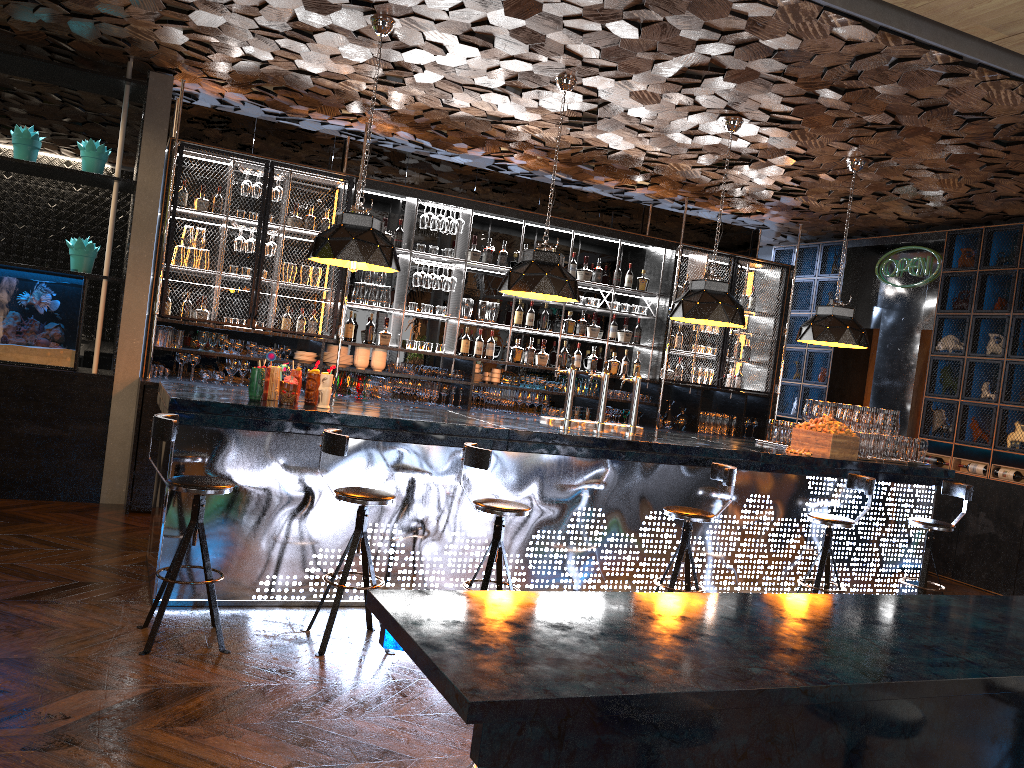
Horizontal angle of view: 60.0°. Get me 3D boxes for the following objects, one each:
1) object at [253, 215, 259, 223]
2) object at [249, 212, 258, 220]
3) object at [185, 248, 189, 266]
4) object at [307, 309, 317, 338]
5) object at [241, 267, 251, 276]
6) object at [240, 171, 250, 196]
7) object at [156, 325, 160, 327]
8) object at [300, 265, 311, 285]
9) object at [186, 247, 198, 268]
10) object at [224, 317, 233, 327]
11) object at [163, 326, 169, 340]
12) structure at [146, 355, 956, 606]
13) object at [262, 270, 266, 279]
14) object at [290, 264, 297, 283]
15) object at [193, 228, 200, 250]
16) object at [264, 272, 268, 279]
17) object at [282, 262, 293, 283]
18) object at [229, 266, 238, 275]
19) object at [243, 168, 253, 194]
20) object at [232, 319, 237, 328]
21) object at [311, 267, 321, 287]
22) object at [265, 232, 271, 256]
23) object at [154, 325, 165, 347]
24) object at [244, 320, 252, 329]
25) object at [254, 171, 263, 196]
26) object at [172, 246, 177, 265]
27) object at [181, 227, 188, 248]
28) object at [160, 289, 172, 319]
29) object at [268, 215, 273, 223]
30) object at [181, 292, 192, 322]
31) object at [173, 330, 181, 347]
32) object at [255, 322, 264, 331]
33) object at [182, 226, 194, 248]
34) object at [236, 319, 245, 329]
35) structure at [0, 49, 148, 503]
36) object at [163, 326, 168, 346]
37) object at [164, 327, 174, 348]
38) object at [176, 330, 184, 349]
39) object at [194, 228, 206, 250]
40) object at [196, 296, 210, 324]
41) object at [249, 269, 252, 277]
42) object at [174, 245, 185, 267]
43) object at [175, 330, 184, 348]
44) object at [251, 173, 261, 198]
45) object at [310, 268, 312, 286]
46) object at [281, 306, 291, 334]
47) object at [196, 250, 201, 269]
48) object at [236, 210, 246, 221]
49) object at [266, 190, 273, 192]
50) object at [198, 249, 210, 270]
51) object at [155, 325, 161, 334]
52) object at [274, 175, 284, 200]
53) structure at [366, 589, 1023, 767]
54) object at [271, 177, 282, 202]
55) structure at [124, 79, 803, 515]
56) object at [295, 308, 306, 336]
[{"bbox_3d":[-2.324,-1.497,8.059,0.077,0.080,0.077,8,2,31],"label":"object"},{"bbox_3d":[-2.319,-1.494,7.944,0.077,0.080,0.077,8,1,11],"label":"object"},{"bbox_3d":[-2.847,-1.109,7.859,0.092,0.182,0.092,6,2,-29],"label":"object"},{"bbox_3d":[-1.856,-0.565,8.258,0.075,0.260,0.075,8,2,24],"label":"object"},{"bbox_3d":[-2.385,-1.001,7.940,0.077,0.080,0.077,9,2,44],"label":"object"},{"bbox_3d":[-2.396,-1.803,7.978,0.081,0.213,0.081,7,2,-19],"label":"object"},{"bbox_3d":[-3.019,-0.414,7.593,0.067,0.174,0.067,8,2,16],"label":"object"},{"bbox_3d":[-1.905,-0.997,8.160,0.092,0.182,0.092,6,2,-29],"label":"object"},{"bbox_3d":[-2.802,-1.101,7.775,0.092,0.182,0.092,6,2,-29],"label":"object"},{"bbox_3d":[-2.525,-0.549,7.894,0.077,0.080,0.077,8,1,15],"label":"object"},{"bbox_3d":[-3.000,-0.414,7.715,0.067,0.174,0.067,8,2,26],"label":"object"},{"bbox_3d":[0.604,0.661,6.527,6.009,1.685,1.214,7,2,-24],"label":"structure"},{"bbox_3d":[-2.250,-0.984,7.943,0.077,0.080,0.077,6,2,-29],"label":"object"},{"bbox_3d":[-2.037,-1.014,8.184,0.092,0.182,0.092,6,2,-29],"label":"object"},{"bbox_3d":[-2.774,-1.284,7.867,0.092,0.182,0.092,6,2,-29],"label":"object"},{"bbox_3d":[-2.277,-0.992,8.103,0.077,0.080,0.077,6,2,-29],"label":"object"},{"bbox_3d":[-2.046,-1.013,8.069,0.092,0.182,0.092,6,2,-29],"label":"object"},{"bbox_3d":[-2.491,-1.014,7.933,0.077,0.080,0.077,7,1,-13],"label":"object"},{"bbox_3d":[-2.338,-1.793,7.846,0.081,0.213,0.081,7,2,-19],"label":"object"},{"bbox_3d":[-2.524,-0.553,8.056,0.077,0.080,0.077,8,1,15],"label":"object"},{"bbox_3d":[-1.810,-0.985,8.180,0.092,0.182,0.092,6,2,-29],"label":"object"},{"bbox_3d":[-2.213,-1.279,8.103,0.081,0.213,0.081,7,2,-19],"label":"object"},{"bbox_3d":[-2.991,-0.408,7.524,0.067,0.174,0.067,7,2,-16],"label":"object"},{"bbox_3d":[-2.391,-0.536,8.036,0.077,0.080,0.077,8,2,31],"label":"object"},{"bbox_3d":[-2.251,-1.783,7.886,0.081,0.213,0.081,7,2,-19],"label":"object"},{"bbox_3d":[-2.946,-1.121,7.821,0.092,0.182,0.092,6,2,-29],"label":"object"},{"bbox_3d":[-2.871,-1.296,7.834,0.092,0.182,0.092,6,2,-29],"label":"object"},{"bbox_3d":[-3.010,-0.698,7.730,0.075,0.261,0.075,8,2,24],"label":"object"},{"bbox_3d":[-2.188,-1.477,7.956,0.077,0.080,0.077,8,1,11],"label":"object"},{"bbox_3d":[-2.847,-0.679,7.774,0.075,0.260,0.075,8,1,9],"label":"object"},{"bbox_3d":[-2.943,-0.398,7.799,0.051,0.152,0.058,7,1,0],"label":"object"},{"bbox_3d":[-2.285,-0.522,8.024,0.077,0.080,0.077,6,2,-36],"label":"object"},{"bbox_3d":[-2.827,-1.288,7.747,0.092,0.182,0.092,6,2,-29],"label":"object"},{"bbox_3d":[-2.426,-0.537,7.926,0.077,0.080,0.077,6,2,-39],"label":"object"},{"bbox_3d":[-5.234,-1.119,6.689,4.269,3.734,0.705,7,2,-24],"label":"structure"},{"bbox_3d":[-2.961,-0.407,7.634,0.067,0.174,0.067,7,1,1],"label":"object"},{"bbox_3d":[-2.923,-0.401,7.567,0.067,0.174,0.067,8,1,15],"label":"object"},{"bbox_3d":[-2.843,-0.379,7.584,0.051,0.152,0.058,7,2,-19],"label":"object"},{"bbox_3d":[-2.738,-1.278,7.796,0.092,0.182,0.092,6,2,-29],"label":"object"},{"bbox_3d":[-2.729,-0.656,7.840,0.108,0.244,0.108,7,1,-11],"label":"object"},{"bbox_3d":[-2.369,-1.002,8.054,0.077,0.080,0.077,8,2,30],"label":"object"},{"bbox_3d":[-2.896,-1.112,7.732,0.092,0.182,0.092,6,2,-29],"label":"object"},{"bbox_3d":[-2.863,-0.383,7.640,0.058,0.152,0.051,7,2,-20],"label":"object"},{"bbox_3d":[-2.309,-1.793,8.017,0.081,0.213,0.081,7,2,-19],"label":"object"},{"bbox_3d":[-1.839,-0.991,8.270,0.092,0.182,0.092,6,2,-29],"label":"object"},{"bbox_3d":[-2.073,-0.589,8.157,0.075,0.261,0.075,8,2,24],"label":"object"},{"bbox_3d":[-2.757,-1.098,7.890,0.092,0.182,0.092,6,2,-29],"label":"object"},{"bbox_3d":[-2.423,-1.506,7.919,0.077,0.080,0.077,6,2,-34],"label":"object"},{"bbox_3d":[-2.173,-1.773,7.922,0.081,0.213,0.081,7,2,-19],"label":"object"},{"bbox_3d":[-2.707,-1.090,7.807,0.092,0.182,0.092,6,2,-29],"label":"object"},{"bbox_3d":[-3.053,-0.420,7.659,0.067,0.174,0.067,6,2,-31],"label":"object"},{"bbox_3d":[-2.091,-1.764,7.959,0.081,0.213,0.081,7,2,-19],"label":"object"},{"bbox_3d":[1.962,1.273,2.857,4.941,0.998,0.673,7,2,-24],"label":"structure"},{"bbox_3d":[-2.149,-1.775,8.090,0.081,0.213,0.081,7,2,-19],"label":"object"},{"bbox_3d":[-0.016,-0.419,8.882,6.750,3.553,1.143,7,2,-24],"label":"structure"},{"bbox_3d":[-1.958,-0.577,8.234,0.075,0.260,0.075,8,2,24],"label":"object"}]
